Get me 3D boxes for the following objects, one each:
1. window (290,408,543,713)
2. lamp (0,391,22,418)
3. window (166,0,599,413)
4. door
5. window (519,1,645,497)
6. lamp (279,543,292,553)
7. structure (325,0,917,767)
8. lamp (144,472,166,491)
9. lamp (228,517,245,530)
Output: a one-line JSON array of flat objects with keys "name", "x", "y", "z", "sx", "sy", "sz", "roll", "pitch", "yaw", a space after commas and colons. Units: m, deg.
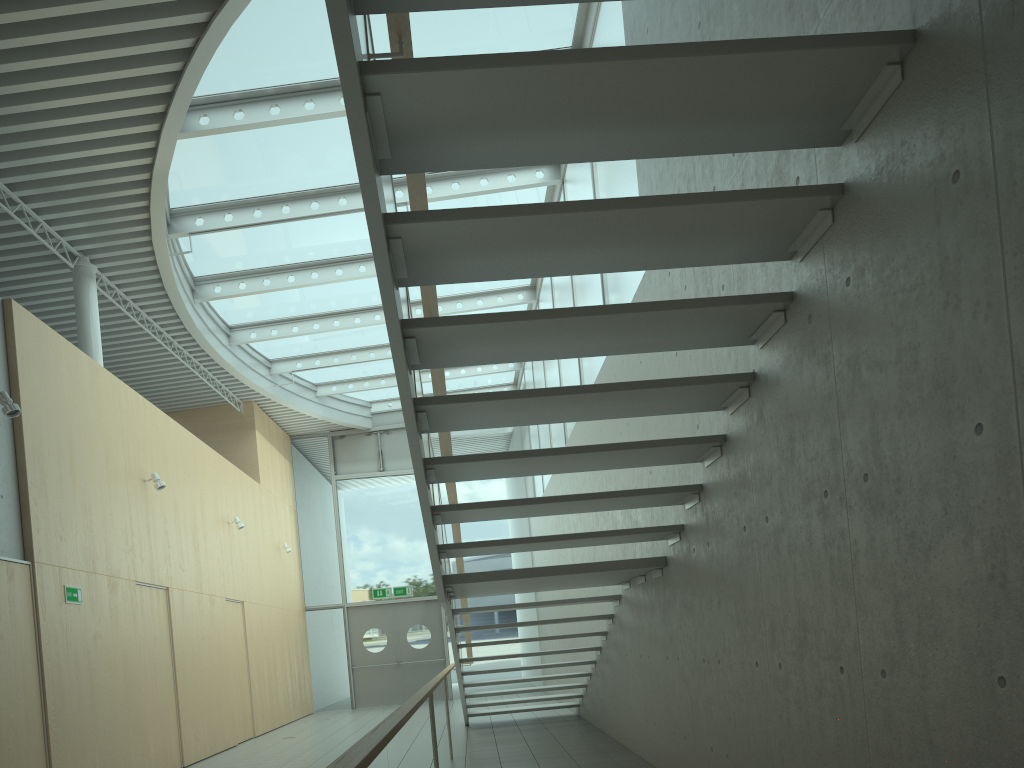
[{"name": "window", "x": -1.940, "y": 3.479, "z": 17.455, "sx": 4.852, "sy": 6.241, "sz": 0.110, "roll": -5, "pitch": 0, "yaw": -3}, {"name": "lamp", "x": -3.691, "y": 0.141, "z": 6.154, "sx": 0.231, "sy": 0.194, "sz": 0.144, "roll": -1, "pitch": -7, "yaw": -22}, {"name": "window", "x": -1.513, "y": 1.517, "z": 11.868, "sx": 4.778, "sy": 6.141, "sz": 16.409, "roll": -5, "pitch": -15, "yaw": -4}, {"name": "door", "x": -2.335, "y": 5.531, "z": 17.409, "sx": 1.920, "sy": 2.092, "sz": 0.176, "roll": -5, "pitch": 0, "yaw": -3}, {"name": "window", "x": 0.513, "y": -0.191, "z": 11.975, "sx": 0.030, "sy": 2.685, "sz": 16.232, "roll": -5, "pitch": -16, "yaw": -4}, {"name": "lamp", "x": -4.102, "y": 2.962, "z": 15.342, "sx": 0.231, "sy": 0.194, "sz": 0.144, "roll": -1, "pitch": -7, "yaw": -22}, {"name": "structure", "x": 0.256, "y": 1.061, "z": 6.069, "sx": 1.883, "sy": 4.122, "sz": 13.077, "roll": -5, "pitch": -15, "yaw": -4}, {"name": "lamp", "x": -3.821, "y": 1.038, "z": 9.075, "sx": 0.231, "sy": 0.194, "sz": 0.144, "roll": -1, "pitch": -7, "yaw": -22}, {"name": "lamp", "x": -3.961, "y": 1.997, "z": 12.198, "sx": 0.231, "sy": 0.194, "sz": 0.144, "roll": -1, "pitch": -7, "yaw": -22}]
